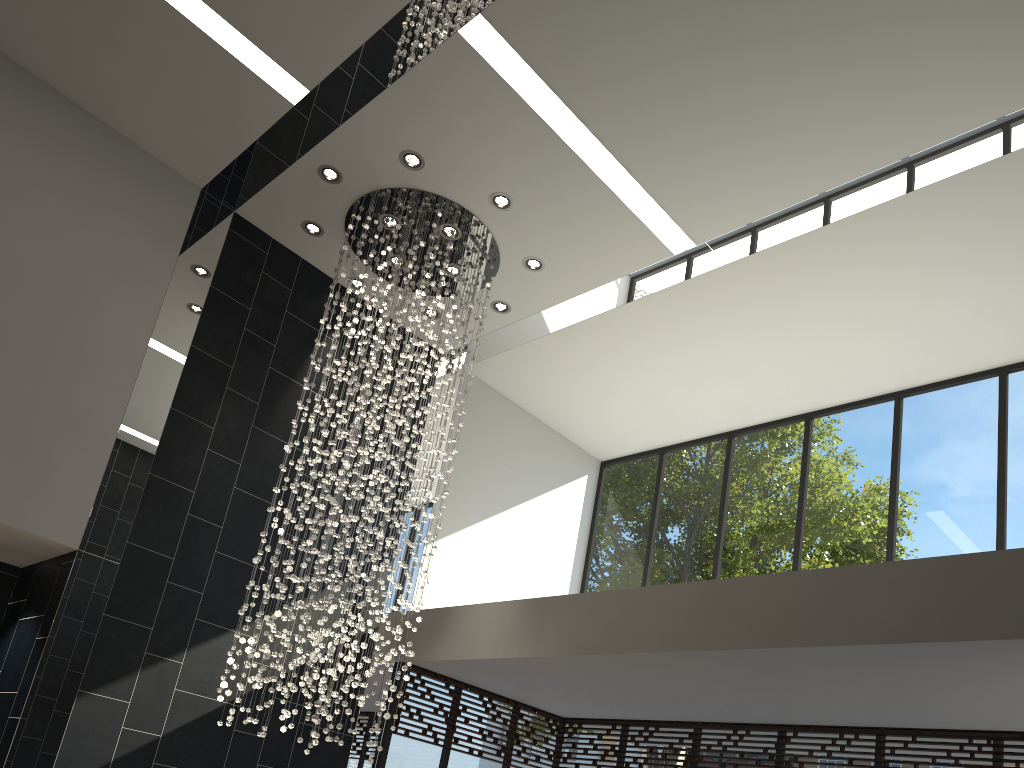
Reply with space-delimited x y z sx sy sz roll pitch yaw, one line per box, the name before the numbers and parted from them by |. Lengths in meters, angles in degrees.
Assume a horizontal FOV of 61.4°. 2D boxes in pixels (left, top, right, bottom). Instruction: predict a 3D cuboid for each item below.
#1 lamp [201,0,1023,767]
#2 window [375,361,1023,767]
lamp | 3.621 -41.039 13.241 406.597 105.627 425.923 18 -28 -14
window | 1.957 2.232 6.655 2.487 5.537 6.301 27 -28 -37
